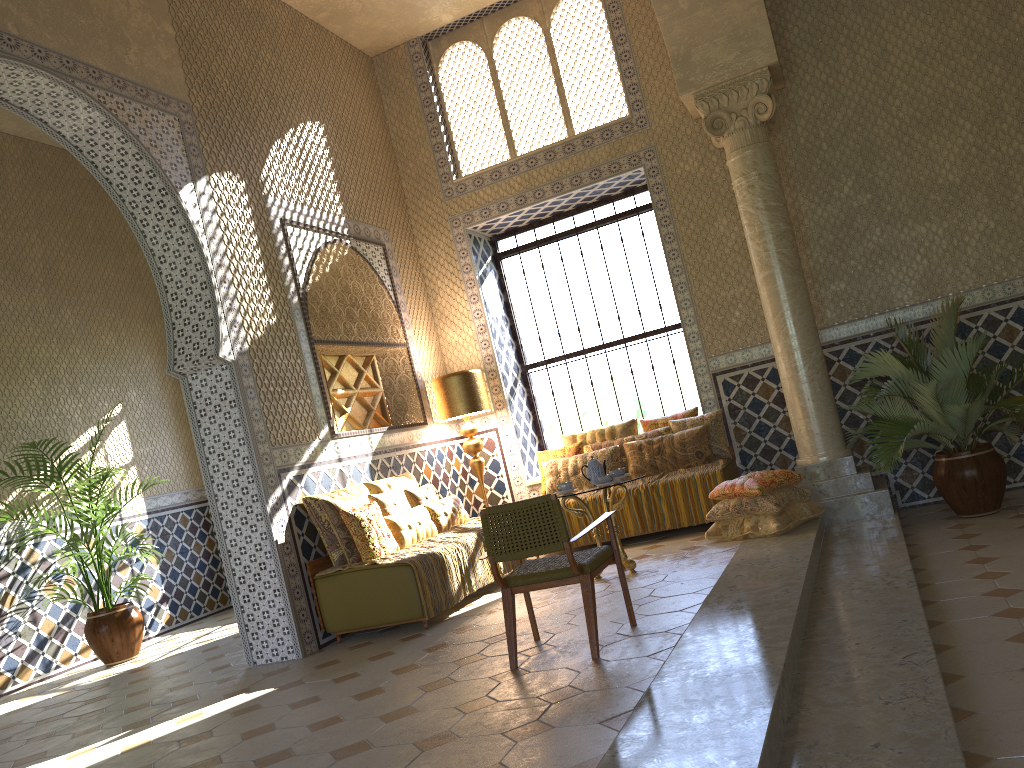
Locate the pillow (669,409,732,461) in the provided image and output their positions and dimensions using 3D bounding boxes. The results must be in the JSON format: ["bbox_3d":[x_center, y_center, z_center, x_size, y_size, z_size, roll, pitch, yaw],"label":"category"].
[{"bbox_3d":[2.529,0.751,11.922,0.744,0.692,0.339,-14,-2,22],"label":"pillow"}]

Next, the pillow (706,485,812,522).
[{"bbox_3d":[2.824,1.373,10.146,0.938,0.347,0.875,-17,-5,42],"label":"pillow"}]

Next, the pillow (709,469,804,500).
[{"bbox_3d":[2.787,1.167,10.135,0.743,0.310,0.810,-11,-4,-35],"label":"pillow"}]

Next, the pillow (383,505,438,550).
[{"bbox_3d":[-1.166,1.674,10.226,0.272,0.450,0.980,-14,-3,21],"label":"pillow"}]

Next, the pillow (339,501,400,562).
[{"bbox_3d":[-1.499,1.602,9.492,0.346,0.650,0.683,-14,-3,21],"label":"pillow"}]

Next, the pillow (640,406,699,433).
[{"bbox_3d":[2.247,0.799,12.332,0.859,0.800,0.392,-14,-2,22],"label":"pillow"}]

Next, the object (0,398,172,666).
[{"bbox_3d":[-5.766,2.049,11.877,2.268,3.549,2.743,-14,-2,25],"label":"object"}]

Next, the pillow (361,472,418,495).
[{"bbox_3d":[-1.381,1.550,11.118,0.424,0.831,1.189,-14,-3,21],"label":"pillow"}]

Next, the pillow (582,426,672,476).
[{"bbox_3d":[1.627,1.023,12.272,1.347,0.615,0.369,-15,-2,22],"label":"pillow"}]

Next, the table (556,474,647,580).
[{"bbox_3d":[1.033,1.575,9.583,1.094,0.979,1.109,-11,-3,-39],"label":"table"}]

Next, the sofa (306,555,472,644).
[{"bbox_3d":[-0.977,2.154,10.388,1.279,0.936,2.842,-15,-4,21],"label":"sofa"}]

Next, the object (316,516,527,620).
[{"bbox_3d":[-0.928,2.131,10.354,1.320,0.717,2.878,-15,-4,21],"label":"object"}]

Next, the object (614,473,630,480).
[{"bbox_3d":[1.190,1.038,9.860,0.256,0.032,0.256,-13,-4,0],"label":"object"}]

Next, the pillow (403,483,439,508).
[{"bbox_3d":[-1.060,1.583,11.131,0.315,0.637,0.679,-14,-3,22],"label":"pillow"}]

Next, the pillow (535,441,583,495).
[{"bbox_3d":[0.717,1.237,12.664,0.744,0.692,0.339,-14,-2,22],"label":"pillow"}]

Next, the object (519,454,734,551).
[{"bbox_3d":[1.567,1.653,12.014,2.899,0.717,1.310,-15,-4,22],"label":"object"}]

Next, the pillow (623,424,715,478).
[{"bbox_3d":[2.083,0.941,11.854,1.197,0.546,0.328,-15,-2,22],"label":"pillow"}]

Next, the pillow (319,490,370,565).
[{"bbox_3d":[-1.705,1.571,9.723,0.385,0.779,0.831,-14,-3,22],"label":"pillow"}]

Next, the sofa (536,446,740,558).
[{"bbox_3d":[1.628,1.651,12.057,2.863,0.936,1.270,-15,-3,21],"label":"sofa"}]

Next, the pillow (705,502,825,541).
[{"bbox_3d":[2.891,1.565,10.145,1.037,0.368,0.998,-10,-5,-44],"label":"pillow"}]

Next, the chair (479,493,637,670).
[{"bbox_3d":[0.310,1.433,6.830,0.955,1.208,0.904,-14,-2,21],"label":"chair"}]

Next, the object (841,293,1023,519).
[{"bbox_3d":[5.082,0.238,9.979,2.646,2.499,2.164,-14,-2,8],"label":"object"}]

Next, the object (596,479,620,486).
[{"bbox_3d":[1.003,1.039,9.252,0.257,0.032,0.255,-15,-4,17],"label":"object"}]

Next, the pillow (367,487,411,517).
[{"bbox_3d":[-1.358,1.571,10.385,0.342,0.692,0.739,-14,-3,22],"label":"pillow"}]

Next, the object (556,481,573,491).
[{"bbox_3d":[0.586,1.134,9.724,0.184,0.100,0.183,-14,-3,2],"label":"object"}]

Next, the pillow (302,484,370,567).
[{"bbox_3d":[-1.815,1.574,10.006,0.424,0.831,1.189,-14,-3,21],"label":"pillow"}]

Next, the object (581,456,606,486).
[{"bbox_3d":[0.900,0.941,9.629,0.273,0.323,0.199,-14,-2,11],"label":"object"}]

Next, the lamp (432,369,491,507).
[{"bbox_3d":[-0.482,1.220,12.737,0.735,2.811,0.739,-13,-1,-10],"label":"lamp"}]

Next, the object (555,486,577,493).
[{"bbox_3d":[0.595,1.170,9.724,0.256,0.032,0.256,-13,-4,0],"label":"object"}]

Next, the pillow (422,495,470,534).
[{"bbox_3d":[-0.826,1.655,11.096,0.272,0.450,0.980,-14,-3,21],"label":"pillow"}]

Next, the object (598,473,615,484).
[{"bbox_3d":[0.995,1.002,9.252,0.184,0.100,0.183,-14,-3,17],"label":"object"}]

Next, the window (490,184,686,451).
[{"bbox_3d":[-1.281,-0.078,14.499,8.517,3.986,0.572,-15,-1,18],"label":"window"}]

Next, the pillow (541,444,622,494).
[{"bbox_3d":[0.977,1.238,12.307,1.197,0.546,0.328,-15,-2,22],"label":"pillow"}]

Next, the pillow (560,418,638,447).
[{"bbox_3d":[1.285,1.023,12.661,1.198,0.831,0.421,-15,-2,22],"label":"pillow"}]

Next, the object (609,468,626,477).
[{"bbox_3d":[1.181,1.001,9.860,0.184,0.100,0.183,-14,-3,10],"label":"object"}]
